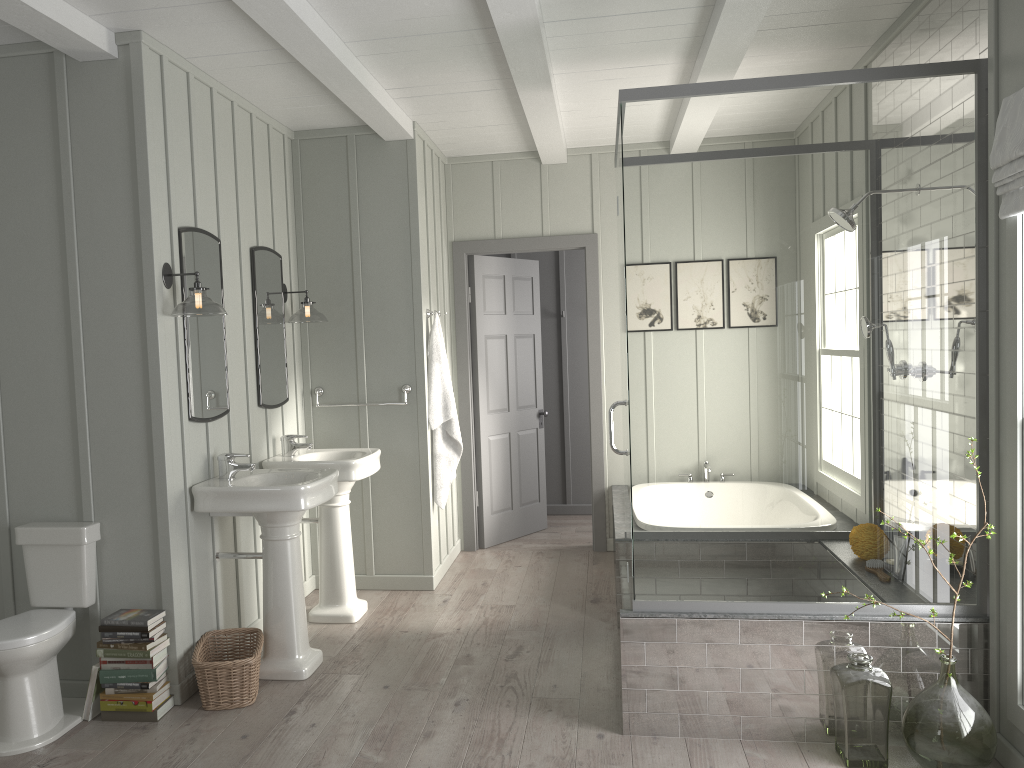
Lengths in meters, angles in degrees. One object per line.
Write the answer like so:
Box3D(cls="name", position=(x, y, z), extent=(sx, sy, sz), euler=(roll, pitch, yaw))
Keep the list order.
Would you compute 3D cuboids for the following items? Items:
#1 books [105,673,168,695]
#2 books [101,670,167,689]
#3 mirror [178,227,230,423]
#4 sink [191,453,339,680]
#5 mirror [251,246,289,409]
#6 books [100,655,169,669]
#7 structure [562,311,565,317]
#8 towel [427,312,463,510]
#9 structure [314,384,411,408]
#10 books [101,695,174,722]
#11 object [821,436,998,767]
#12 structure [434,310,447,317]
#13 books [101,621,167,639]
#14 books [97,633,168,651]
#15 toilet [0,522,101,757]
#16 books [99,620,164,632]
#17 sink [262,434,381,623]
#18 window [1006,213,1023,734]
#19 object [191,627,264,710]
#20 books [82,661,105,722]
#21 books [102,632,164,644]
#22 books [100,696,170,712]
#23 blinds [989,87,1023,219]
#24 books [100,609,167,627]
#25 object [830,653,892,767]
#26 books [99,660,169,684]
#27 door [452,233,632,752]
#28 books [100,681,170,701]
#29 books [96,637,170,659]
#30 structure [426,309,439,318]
Box3D(cls="books", position=(-1.544, 1.236, 3.643), extent=(0.207, 0.025, 0.150), euler=(-2, 3, -1))
Box3D(cls="books", position=(-1.550, 1.212, 3.631), extent=(0.209, 0.024, 0.148), euler=(-2, 3, 9))
Box3D(cls="mirror", position=(-1.404, -0.266, 4.044), extent=(0.015, 0.885, 0.419), euler=(-2, 3, 6))
Box3D(cls="sink", position=(-1.097, 0.818, 4.074), extent=(0.573, 1.014, 0.562), euler=(-2, 3, 8))
Box3D(cls="mirror", position=(-1.321, -0.306, 4.846), extent=(0.015, 0.885, 0.419), euler=(-2, 3, 6))
Box3D(cls="books", position=(-1.552, 1.121, 3.636), extent=(0.225, 0.052, 0.154), euler=(-2, 3, 4))
Box3D(cls="structure", position=(0.431, -0.583, 7.395), extent=(0.019, 0.051, 0.134), euler=(-2, 3, 6))
Box3D(cls="towel", position=(-0.403, 0.163, 5.433), extent=(0.164, 1.205, 0.313), euler=(-1, 3, 12))
Box3D(cls="structure", position=(-0.903, 0.073, 5.308), extent=(0.609, 0.123, 0.054), euler=(-2, 3, 10))
Box3D(cls="books", position=(-1.542, 1.337, 3.650), extent=(0.241, 0.049, 0.162), euler=(-2, 3, 6))
Box3D(cls="object", position=(1.299, 0.727, 2.897), extent=(0.521, 1.117, 0.272), euler=(-2, 3, 8))
Box3D(cls="structure", position=(-0.457, -0.444, 5.650), extent=(0.080, 0.056, 0.056), euler=(-2, 3, 9))
Box3D(cls="books", position=(-1.545, 1.004, 3.617), extent=(0.209, 0.024, 0.148), euler=(-2, 3, 8))
Box3D(cls="books", position=(-1.556, 1.053, 3.624), extent=(0.237, 0.024, 0.146), euler=(-1, 3, 14))
Box3D(cls="toilet", position=(-1.910, 0.989, 3.533), extent=(0.335, 0.788, 0.518), euler=(-2, 3, 7))
Box3D(cls="books", position=(-1.556, 0.980, 3.617), extent=(0.209, 0.024, 0.148), euler=(-2, 3, 5))
Box3D(cls="sink", position=(-1.015, 0.779, 4.872), extent=(0.573, 1.014, 0.562), euler=(-2, 3, 8))
Box3D(cls="window", position=(1.582, 0.148, 2.318), extent=(0.091, 1.951, 1.043), euler=(-2, 3, 6))
Box3D(cls="object", position=(-1.222, 1.232, 3.829), extent=(0.288, 0.221, 0.470), euler=(-3, 3, -11))
Box3D(cls="books", position=(-1.700, 1.254, 3.662), extent=(0.092, 0.235, 0.168), euler=(-2, 3, 7))
Box3D(cls="books", position=(-1.550, 1.028, 3.631), extent=(0.207, 0.025, 0.150), euler=(-2, 3, -2))
Box3D(cls="books", position=(-1.548, 1.293, 3.636), extent=(0.225, 0.041, 0.160), euler=(-2, 3, 7))
Box3D(cls="blinds", position=(1.480, -0.685, 2.287), extent=(0.073, 0.380, 1.018), euler=(-2, 3, 6))
Box3D(cls="books", position=(-1.546, 0.955, 3.614), extent=(0.210, 0.024, 0.148), euler=(-2, 3, 10))
Box3D(cls="object", position=(1.189, 1.106, 3.015), extent=(0.164, 0.361, 0.161), euler=(-2, 3, 6))
Box3D(cls="books", position=(-1.551, 1.174, 3.634), extent=(0.228, 0.053, 0.159), euler=(-2, 3, -1))
Box3D(cls="door", position=(-0.521, 0.246, 3.177), extent=(4.307, 2.198, 7.689), euler=(-2, 3, 7))
Box3D(cls="books", position=(-1.548, 1.260, 3.636), extent=(0.235, 0.024, 0.147), euler=(-2, 3, 9))
Box3D(cls="books", position=(-1.552, 1.080, 3.626), extent=(0.238, 0.032, 0.168), euler=(-2, 3, 9))
Box3D(cls="structure", position=(-0.482, -0.432, 5.401), extent=(0.080, 0.056, 0.056), euler=(-2, 3, 9))
